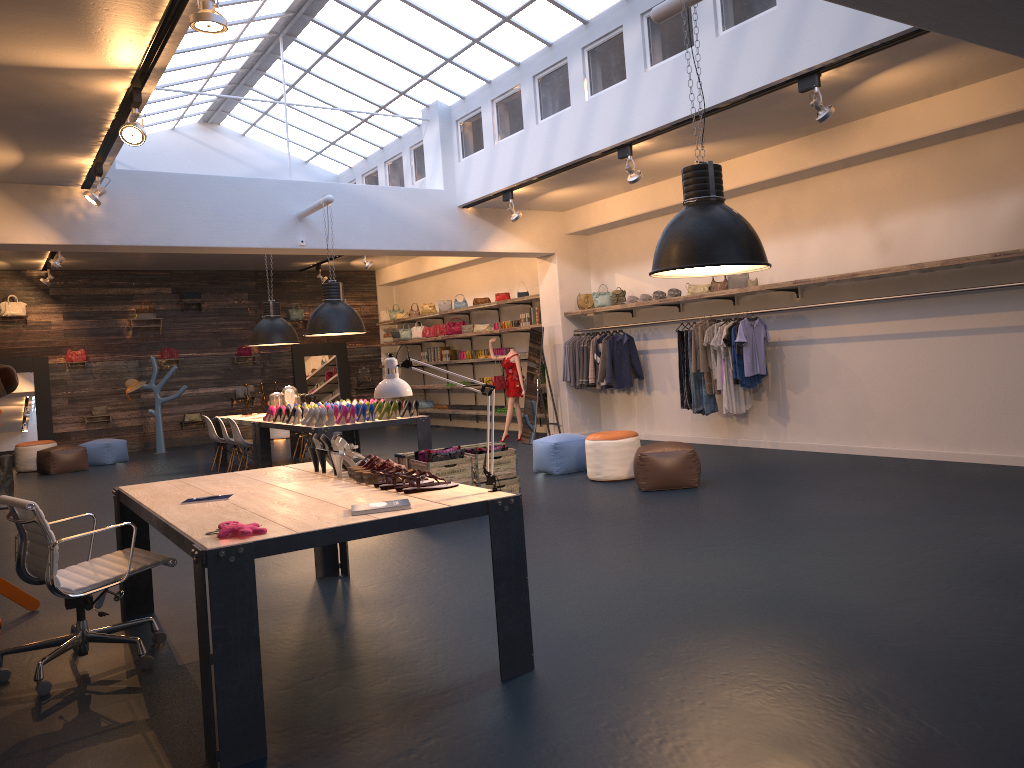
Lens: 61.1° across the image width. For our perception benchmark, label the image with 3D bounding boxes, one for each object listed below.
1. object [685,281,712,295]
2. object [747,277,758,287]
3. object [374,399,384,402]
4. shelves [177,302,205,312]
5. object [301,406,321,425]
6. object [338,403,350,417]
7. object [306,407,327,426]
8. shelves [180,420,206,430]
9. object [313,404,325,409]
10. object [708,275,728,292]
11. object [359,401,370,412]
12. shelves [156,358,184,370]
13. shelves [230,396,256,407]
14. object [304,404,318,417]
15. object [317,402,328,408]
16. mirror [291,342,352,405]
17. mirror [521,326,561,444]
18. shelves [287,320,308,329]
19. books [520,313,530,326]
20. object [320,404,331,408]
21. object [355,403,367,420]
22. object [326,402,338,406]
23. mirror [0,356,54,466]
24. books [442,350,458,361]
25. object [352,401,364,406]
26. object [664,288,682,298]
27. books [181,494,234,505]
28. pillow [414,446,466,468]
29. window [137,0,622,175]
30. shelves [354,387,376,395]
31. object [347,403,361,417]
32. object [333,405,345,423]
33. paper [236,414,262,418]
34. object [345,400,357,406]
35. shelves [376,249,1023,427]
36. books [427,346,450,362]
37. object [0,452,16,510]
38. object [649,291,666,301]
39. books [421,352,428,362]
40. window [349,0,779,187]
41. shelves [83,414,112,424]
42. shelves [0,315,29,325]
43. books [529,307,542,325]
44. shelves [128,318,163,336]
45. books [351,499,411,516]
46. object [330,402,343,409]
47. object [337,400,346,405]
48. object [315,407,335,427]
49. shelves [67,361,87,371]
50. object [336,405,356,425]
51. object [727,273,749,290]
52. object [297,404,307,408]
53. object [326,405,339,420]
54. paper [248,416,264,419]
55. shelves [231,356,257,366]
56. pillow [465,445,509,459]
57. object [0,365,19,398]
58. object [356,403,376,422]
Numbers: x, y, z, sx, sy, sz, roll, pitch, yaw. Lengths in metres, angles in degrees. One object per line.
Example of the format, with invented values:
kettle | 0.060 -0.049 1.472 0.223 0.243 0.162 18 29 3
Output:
object | 2.415 -1.227 11.168 0.358 0.174 0.234 -4 1 7
object | 2.895 -1.221 10.441 0.130 0.134 0.081 -4 -1 2
object | -1.643 0.279 10.536 0.219 0.195 0.222 -4 0 -36
shelves | -6.428 -1.547 17.414 0.489 0.179 0.225 -5 1 -34
object | -2.200 0.346 9.542 0.222 0.195 0.219 -3 0 44
object | -1.959 0.315 10.021 0.218 0.195 0.223 -4 0 -33
object | -2.091 0.346 9.306 0.219 0.195 0.221 -4 0 -41
shelves | -6.336 0.813 17.298 0.489 0.157 0.225 -5 1 -34
object | -2.270 0.334 10.102 0.218 0.195 0.223 -4 0 -33
object | 2.613 -1.300 10.947 0.273 0.300 0.110 -4 -1 27
object | -1.753 0.298 10.139 0.218 0.195 0.223 -4 0 -33
shelves | -6.739 -0.387 17.112 0.489 0.211 0.225 -5 1 -34
shelves | -5.532 0.359 17.885 0.489 0.184 0.225 -5 1 -34
object | -2.400 0.335 10.336 0.218 0.195 0.223 -4 0 -33
object | -2.356 0.322 10.693 0.218 0.195 0.223 -4 0 -33
mirror | -4.106 0.069 18.891 1.252 1.920 0.246 -3 -1 -34
mirror | 0.399 0.007 13.327 0.565 1.767 0.463 -3 -1 -33
shelves | -4.611 -1.277 18.638 0.489 0.177 0.225 -5 1 -34
books | 0.287 -1.075 14.530 0.195 0.210 0.292 -4 1 -32
object | -2.139 0.332 9.881 0.216 0.195 0.225 -4 0 -25
object | -1.699 0.310 9.616 0.218 0.195 0.223 -4 0 -33
object | -2.195 0.317 10.493 0.218 0.195 0.223 -4 0 -33
mirror | -8.943 0.493 15.543 1.252 1.920 0.246 -3 -1 -34
books | -1.246 -0.571 17.340 0.197 0.213 0.303 -4 1 -33
object | -1.868 0.298 10.397 0.218 0.195 0.223 -4 0 -33
object | 2.138 -1.204 11.557 0.256 0.136 0.163 -4 1 -14
books | -1.448 0.545 4.139 0.212 0.018 0.132 -4 2 -13
pillow | -0.631 0.708 7.454 0.386 0.349 0.401 -4 0 -33
window | -0.752 -4.233 7.660 4.691 0.839 17.247 -5 2 -32
shelves | -3.261 0.155 19.461 0.489 0.157 0.225 -5 1 -34
object | -1.808 0.311 9.831 0.218 0.195 0.222 -4 0 -35
object | -1.898 0.328 9.451 0.218 0.195 0.223 -4 0 -33
paper | -3.732 0.454 12.368 0.356 0.014 0.674 -5 2 -22
object | -1.988 0.299 10.628 0.218 0.195 0.223 -4 0 -33
shelves | -2.352 -0.043 10.684 9.356 2.230 15.478 -5 2 -32
books | -1.495 -0.606 17.722 0.259 0.288 0.587 -4 1 -34
object | -3.033 0.481 4.906 0.405 0.525 0.186 -4 -1 -27
object | 1.982 -1.201 11.814 0.256 0.136 0.163 -4 1 -14
books | -1.748 -0.560 18.076 0.195 0.210 0.292 -4 1 -32
window | -2.377 -3.261 10.442 4.855 0.653 10.402 -5 2 -32
shelves | -7.783 0.665 16.320 0.489 0.143 0.225 -5 1 -34
shelves | -8.982 -1.144 15.635 0.489 0.157 0.225 -5 1 -34
books | 0.539 -1.121 14.176 0.259 0.288 0.587 -4 1 -34
shelves | -7.122 -1.108 16.904 0.604 0.317 0.225 -4 0 -34
books | -0.535 0.502 3.543 0.239 0.017 0.169 -4 2 -16
object | -2.097 0.317 10.269 0.225 0.195 0.223 -4 0 -33
object | -2.158 0.305 10.802 0.219 0.195 0.222 -4 0 -37
object | -1.954 0.343 9.081 0.217 0.195 0.224 -4 0 -27
shelves | -8.101 -0.332 16.175 0.329 0.157 0.225 -5 1 -34
object | -1.758 0.326 9.228 0.218 0.195 0.222 -4 0 -36
object | 2.778 -1.268 10.673 0.266 0.230 0.081 -4 -1 12
object | -2.562 0.340 10.553 0.217 0.195 0.223 -4 0 -30
object | -2.022 0.330 9.668 0.217 0.195 0.224 -4 0 -28
paper | -3.298 0.441 11.831 0.327 0.014 0.737 -3 2 11
shelves | -5.524 -0.481 17.977 0.536 0.184 0.185 -5 1 -34
pillow | -0.255 0.707 7.822 0.334 0.319 0.421 -4 1 -33
object | -3.028 -0.014 5.127 0.197 0.290 0.251 -3 0 -25
object | -1.575 0.309 9.378 0.216 0.195 0.225 -4 0 -25
